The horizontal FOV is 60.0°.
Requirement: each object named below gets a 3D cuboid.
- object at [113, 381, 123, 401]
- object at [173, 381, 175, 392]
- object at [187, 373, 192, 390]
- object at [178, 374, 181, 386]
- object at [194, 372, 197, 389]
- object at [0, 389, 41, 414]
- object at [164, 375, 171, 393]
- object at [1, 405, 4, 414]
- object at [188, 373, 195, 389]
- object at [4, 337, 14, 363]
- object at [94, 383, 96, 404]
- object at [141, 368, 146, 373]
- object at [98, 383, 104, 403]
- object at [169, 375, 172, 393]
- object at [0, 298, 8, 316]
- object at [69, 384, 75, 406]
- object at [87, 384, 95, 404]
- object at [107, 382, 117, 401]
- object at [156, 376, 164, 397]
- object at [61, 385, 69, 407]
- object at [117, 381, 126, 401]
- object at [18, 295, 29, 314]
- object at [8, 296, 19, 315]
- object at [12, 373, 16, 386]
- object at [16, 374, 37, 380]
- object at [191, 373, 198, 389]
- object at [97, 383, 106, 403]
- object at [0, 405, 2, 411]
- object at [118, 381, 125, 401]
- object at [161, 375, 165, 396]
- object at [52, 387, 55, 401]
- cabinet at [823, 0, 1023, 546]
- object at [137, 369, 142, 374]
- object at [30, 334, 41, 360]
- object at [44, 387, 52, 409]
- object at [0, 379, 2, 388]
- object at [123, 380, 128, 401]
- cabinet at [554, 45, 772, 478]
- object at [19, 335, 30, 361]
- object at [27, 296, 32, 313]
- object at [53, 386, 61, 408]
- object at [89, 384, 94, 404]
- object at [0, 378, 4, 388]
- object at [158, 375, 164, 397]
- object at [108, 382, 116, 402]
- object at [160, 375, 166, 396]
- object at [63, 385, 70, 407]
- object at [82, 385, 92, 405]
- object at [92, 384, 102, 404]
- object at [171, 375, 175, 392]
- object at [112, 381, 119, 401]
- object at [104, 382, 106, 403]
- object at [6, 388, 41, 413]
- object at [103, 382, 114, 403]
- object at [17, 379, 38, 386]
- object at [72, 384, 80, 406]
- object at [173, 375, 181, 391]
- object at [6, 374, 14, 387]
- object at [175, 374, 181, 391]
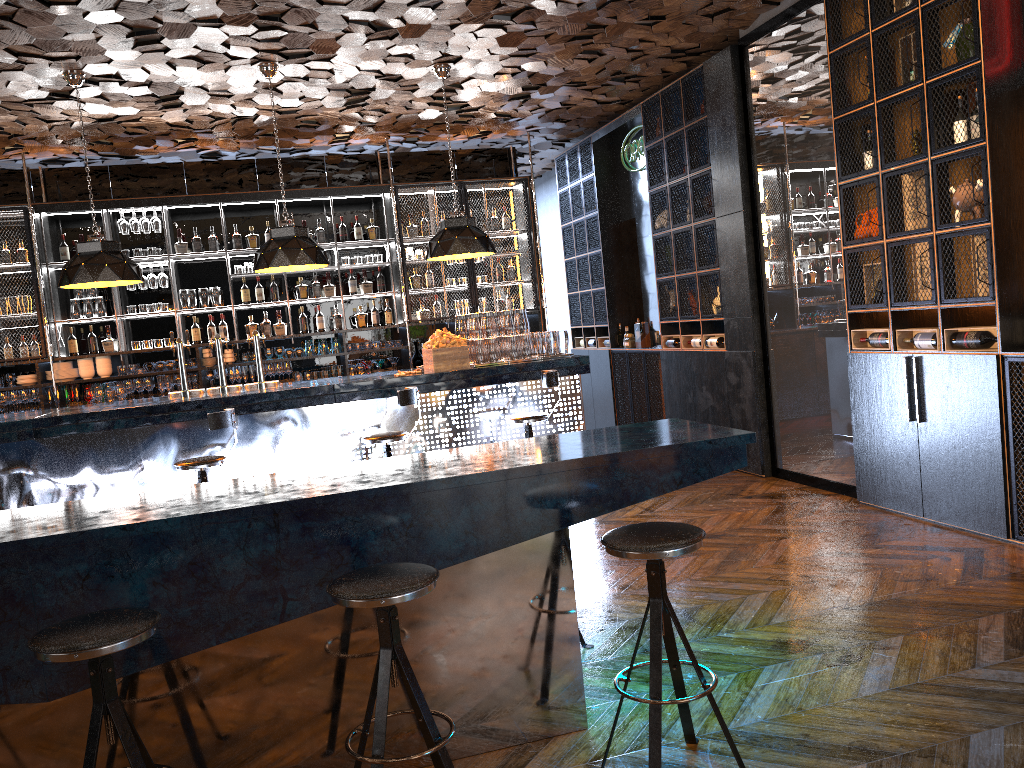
[{"bbox_3d":[-3.952,0.083,8.914,0.082,0.213,0.082,-5,4,14],"label":"object"},{"bbox_3d":[-3.553,0.014,9.295,0.092,0.218,0.092,-3,5,35],"label":"object"},{"bbox_3d":[-3.330,0.001,9.165,0.071,0.217,0.071,-6,4,-7],"label":"object"},{"bbox_3d":[-3.428,0.009,9.192,0.092,0.218,0.092,-3,5,35],"label":"object"},{"bbox_3d":[-3.335,-0.010,9.332,0.071,0.217,0.071,-6,4,-7],"label":"object"},{"bbox_3d":[-4.839,0.177,8.744,0.376,0.227,0.186,-7,4,-17],"label":"object"},{"bbox_3d":[-3.501,0.024,9.027,0.071,0.226,0.071,-10,6,-44],"label":"object"},{"bbox_3d":[-5.096,0.235,8.847,0.074,0.146,0.065,-5,4,7],"label":"object"},{"bbox_3d":[-3.324,-0.006,9.252,0.071,0.217,0.071,-6,4,-7],"label":"object"},{"bbox_3d":[-5.010,-0.339,8.818,0.075,0.261,0.075,-3,5,33],"label":"object"},{"bbox_3d":[-4.297,0.105,9.096,0.082,0.213,0.082,-9,5,-39],"label":"object"},{"bbox_3d":[-3.838,-0.140,9.244,0.049,0.048,0.044,-8,5,-27],"label":"object"},{"bbox_3d":[-4.159,0.101,8.948,0.082,0.213,0.082,-9,5,-39],"label":"object"},{"bbox_3d":[-3.523,0.020,9.105,0.071,0.226,0.071,-10,6,-44],"label":"object"},{"bbox_3d":[-5.063,-0.763,8.826,0.092,0.182,0.092,-7,4,-20],"label":"object"},{"bbox_3d":[-4.403,0.122,8.891,0.073,0.229,0.073,-8,5,-27],"label":"object"},{"bbox_3d":[-4.269,0.108,9.012,0.082,0.213,0.082,-3,5,34],"label":"object"},{"bbox_3d":[-4.088,0.086,9.063,0.082,0.213,0.082,-4,4,16],"label":"object"},{"bbox_3d":[-3.582,0.030,9.046,0.071,0.226,0.071,-10,6,-44],"label":"object"},{"bbox_3d":[-4.428,0.130,8.813,0.073,0.229,0.073,-8,5,-27],"label":"object"},{"bbox_3d":[-3.994,0.075,9.089,0.082,0.213,0.082,-8,5,-28],"label":"object"},{"bbox_3d":[-4.839,-0.783,8.788,0.092,0.182,0.092,-7,4,-20],"label":"object"},{"bbox_3d":[-4.936,-0.773,8.782,0.092,0.182,0.092,-7,4,-20],"label":"object"},{"bbox_3d":[-4.999,-0.039,8.868,0.074,0.131,0.074,-6,4,-3],"label":"object"},{"bbox_3d":[-4.761,-0.059,8.729,0.211,0.060,0.209,-3,5,29],"label":"object"},{"bbox_3d":[-3.259,-0.004,9.144,0.071,0.217,0.071,-6,4,-7],"label":"object"},{"bbox_3d":[-4.177,0.097,9.038,0.082,0.213,0.082,-5,4,5],"label":"object"},{"bbox_3d":[-5.071,0.240,8.748,0.065,0.146,0.074,-5,4,7],"label":"object"},{"bbox_3d":[-3.970,0.079,9.003,0.082,0.213,0.082,-8,5,-34],"label":"object"},{"bbox_3d":[-3.606,0.027,9.126,0.071,0.226,0.071,-10,6,-44],"label":"object"},{"bbox_3d":[-4.581,0.139,8.901,0.073,0.229,0.073,-8,5,-27],"label":"object"},{"bbox_3d":[3.109,-0.854,4.012,0.691,3.514,4.416,-7,4,-16],"label":"cabinet"},{"bbox_3d":[-3.769,-0.128,8.983,0.049,0.048,0.044,-4,5,27],"label":"object"},{"bbox_3d":[-4.779,-0.367,8.883,0.075,0.260,0.075,-3,5,33],"label":"object"},{"bbox_3d":[-4.562,0.147,8.754,0.073,0.229,0.073,-8,5,-27],"label":"object"},{"bbox_3d":[-5.086,-0.005,8.755,0.078,0.099,0.078,-2,5,41],"label":"object"},{"bbox_3d":[-4.016,0.071,9.174,0.082,0.213,0.082,-8,5,-25],"label":"object"},{"bbox_3d":[1.573,-1.091,9.409,0.691,3.514,4.416,-7,4,-16],"label":"cabinet"},{"bbox_3d":[-4.884,-0.357,8.876,0.075,0.260,0.075,-3,5,33],"label":"object"},{"bbox_3d":[-4.855,-0.788,8.881,0.092,0.182,0.092,-7,4,-20],"label":"object"},{"bbox_3d":[-4.523,0.137,8.838,0.073,0.229,0.073,-8,5,-27],"label":"object"},{"bbox_3d":[-4.248,0.112,8.927,0.082,0.213,0.082,-7,4,-23],"label":"object"},{"bbox_3d":[-5.106,-0.009,8.837,0.078,0.099,0.078,-2,5,41],"label":"object"},{"bbox_3d":[-3.659,0.020,9.290,0.071,0.226,0.071,-10,6,-44],"label":"object"},{"bbox_3d":[-4.063,0.090,8.976,0.082,0.213,0.082,-9,5,-36],"label":"object"},{"bbox_3d":[-3.628,0.022,9.217,0.071,0.226,0.071,-10,6,-44],"label":"object"},{"bbox_3d":[-4.473,0.125,8.939,0.073,0.229,0.073,-8,5,-27],"label":"object"},{"bbox_3d":[-4.226,0.116,8.840,0.082,0.213,0.082,-5,4,14],"label":"object"},{"bbox_3d":[-4.141,0.106,8.864,0.082,0.213,0.082,-5,4,14],"label":"object"},{"bbox_3d":[-3.529,0.019,9.190,0.092,0.218,0.092,-3,5,35],"label":"object"},{"bbox_3d":[-4.110,0.082,9.149,0.082,0.213,0.082,-7,4,-16],"label":"object"},{"bbox_3d":[-4.205,0.094,9.120,0.082,0.213,0.082,-5,4,15],"label":"object"},{"bbox_3d":[-4.893,0.169,8.932,0.376,0.227,0.186,-7,4,-17],"label":"object"},{"bbox_3d":[-4.041,0.094,8.891,0.082,0.213,0.082,-4,4,18],"label":"object"},{"bbox_3d":[-4.758,-0.019,8.732,0.209,0.060,0.211,-3,5,34],"label":"object"},{"bbox_3d":[-4.333,0.119,8.834,0.073,0.229,0.073,-8,5,-27],"label":"object"},{"bbox_3d":[-3.414,0.015,9.084,0.092,0.218,0.092,-3,5,35],"label":"object"},{"bbox_3d":[-4.923,-0.035,8.706,0.074,0.131,0.074,-6,4,-3],"label":"object"},{"bbox_3d":[-3.493,0.006,9.313,0.092,0.218,0.092,-3,5,35],"label":"object"}]
